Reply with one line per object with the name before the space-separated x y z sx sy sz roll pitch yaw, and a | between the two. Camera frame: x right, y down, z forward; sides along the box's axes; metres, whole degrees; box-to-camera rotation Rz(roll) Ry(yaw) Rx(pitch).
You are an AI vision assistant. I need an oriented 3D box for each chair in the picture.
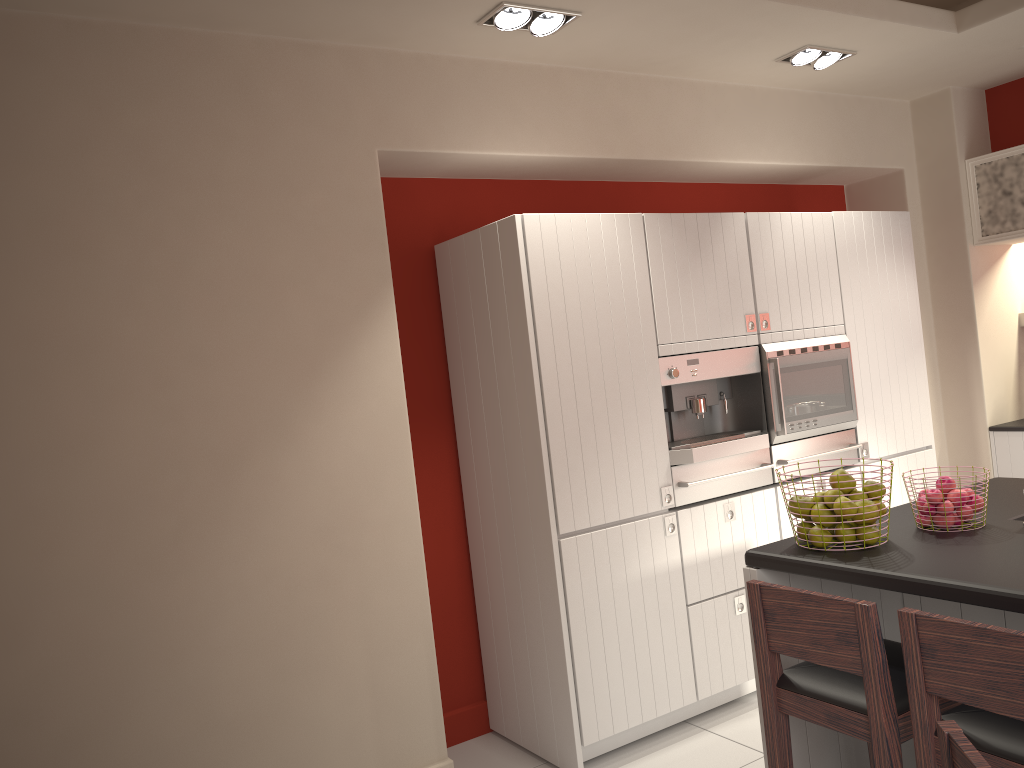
chair | 0.993 1.003 2.373 0.474 1.008 0.383 -7 1 -32
chair | 0.951 1.030 1.224 0.474 1.008 0.383 -6 1 9
chair | 1.235 0.983 1.981 0.474 1.008 0.383 -7 1 -30

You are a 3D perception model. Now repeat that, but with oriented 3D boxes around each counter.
counter | 1.846 0.416 2.244 1.416 0.050 2.053 -7 1 -32
counter | 3.428 0.194 4.771 0.699 0.026 1.360 -7 1 -32

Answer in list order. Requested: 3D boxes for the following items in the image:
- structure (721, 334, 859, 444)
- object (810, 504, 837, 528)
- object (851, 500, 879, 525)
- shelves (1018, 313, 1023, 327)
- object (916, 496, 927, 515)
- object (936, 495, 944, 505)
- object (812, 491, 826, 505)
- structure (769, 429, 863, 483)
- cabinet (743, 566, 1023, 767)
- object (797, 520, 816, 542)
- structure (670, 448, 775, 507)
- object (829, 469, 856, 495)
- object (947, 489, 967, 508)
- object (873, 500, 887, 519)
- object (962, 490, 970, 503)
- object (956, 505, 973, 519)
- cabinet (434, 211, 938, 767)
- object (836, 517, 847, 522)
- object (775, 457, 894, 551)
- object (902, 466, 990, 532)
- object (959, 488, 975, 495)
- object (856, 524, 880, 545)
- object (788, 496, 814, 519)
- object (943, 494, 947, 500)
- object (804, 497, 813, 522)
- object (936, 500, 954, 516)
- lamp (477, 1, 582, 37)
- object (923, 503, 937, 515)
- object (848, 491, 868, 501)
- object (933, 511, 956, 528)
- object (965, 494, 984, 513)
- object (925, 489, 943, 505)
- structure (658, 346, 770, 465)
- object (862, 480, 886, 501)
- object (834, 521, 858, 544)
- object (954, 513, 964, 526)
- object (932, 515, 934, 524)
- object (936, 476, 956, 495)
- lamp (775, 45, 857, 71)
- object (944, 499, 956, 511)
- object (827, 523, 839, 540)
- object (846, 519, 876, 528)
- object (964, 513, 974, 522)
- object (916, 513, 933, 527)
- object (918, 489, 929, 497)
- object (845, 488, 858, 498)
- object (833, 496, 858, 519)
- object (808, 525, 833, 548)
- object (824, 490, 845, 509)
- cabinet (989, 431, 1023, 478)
structure | 1.406 0.021 4.405 0.610 0.473 0.332 -7 1 -32
object | 0.941 0.396 2.678 0.076 0.077 0.076 -6 1 23
object | 1.039 0.380 2.618 0.082 0.082 0.082 -6 1 25
shelves | 3.607 -0.440 4.926 0.376 0.083 1.378 -7 1 -32
object | 1.289 0.378 2.757 0.060 0.059 0.059 -7 1 -20
object | 1.308 0.352 2.729 0.041 0.039 0.041 -7 1 -16
object | 0.960 0.362 2.740 0.062 0.061 0.057 -7 1 -17
structure | 1.489 0.347 4.343 0.617 0.177 0.128 -7 1 -32
cabinet | 1.903 0.946 2.256 1.424 1.011 2.034 -7 1 -32
object | 0.910 0.452 2.724 0.068 0.068 0.068 -7 1 -21
structure | 0.958 0.415 4.011 0.617 0.177 0.128 -7 1 -32
object | 1.005 0.297 2.697 0.078 0.080 0.078 -7 1 -32
object | 1.352 0.347 2.693 0.056 0.055 0.051 -7 1 -17
object | 1.089 0.376 2.651 0.055 0.057 0.056 -7 1 -40
object | 1.388 0.349 2.734 0.041 0.044 0.045 -6 1 28
object | 1.375 0.387 2.697 0.046 0.043 0.046 -6 1 8
cabinet | 1.036 0.328 4.469 2.558 2.250 0.716 -7 1 -32
object | 1.018 0.405 2.761 0.064 0.060 0.064 -7 1 -37
object | 0.987 0.363 2.691 0.341 0.232 0.341 -7 1 1
object | 1.350 0.355 2.745 0.248 0.168 0.247 -7 1 -44
object | 1.419 0.351 2.776 0.056 0.050 0.055 -6 1 7
object | 1.047 0.438 2.606 0.068 0.068 0.068 -7 1 -21
object | 0.891 0.379 2.728 0.076 0.068 0.077 -7 1 -38
object | 1.341 0.341 2.770 0.041 0.044 0.045 -6 1 28
object | 0.938 0.395 2.778 0.076 0.077 0.076 -6 1 23
object | 1.310 0.375 2.682 0.048 0.046 0.048 -6 1 17
lamp | 0.066 -1.421 3.416 0.361 0.103 0.199 -7 1 -32
object | 1.280 0.381 2.715 0.041 0.041 0.040 -6 1 5
object | 1.041 0.345 2.666 0.056 0.054 0.057 -6 1 29
object | 1.322 0.412 2.713 0.061 0.057 0.062 -7 1 -32
object | 1.423 0.367 2.728 0.055 0.056 0.055 -7 1 -22
object | 1.284 0.343 2.696 0.048 0.046 0.048 -6 1 14
structure | 0.838 0.094 4.139 0.624 0.470 0.453 -7 1 -32
object | 1.093 0.322 2.676 0.067 0.064 0.067 -7 1 -31
object | 0.998 0.443 2.645 0.068 0.068 0.068 -7 1 -21
object | 1.372 0.418 2.733 0.040 0.039 0.039 -6 1 17
object | 1.331 0.416 2.770 0.050 0.049 0.049 -6 1 24
object | 1.334 0.311 2.728 0.056 0.058 0.056 -6 1 13
lamp | 1.473 -1.590 4.295 0.361 0.084 0.199 -7 1 -32
object | 1.370 0.373 2.777 0.055 0.056 0.055 -7 1 -22
object | 0.995 0.450 2.720 0.053 0.054 0.054 -7 1 -28
object | 1.060 0.428 2.692 0.084 0.079 0.086 -6 1 13
object | 1.416 0.406 2.774 0.050 0.049 0.049 -6 1 24
object | 1.286 0.421 2.764 0.050 0.049 0.049 -6 1 24
object | 1.308 0.357 2.796 0.048 0.049 0.049 -7 1 -24
object | 1.033 0.344 2.745 0.078 0.076 0.071 -6 1 28
object | 0.978 0.363 2.601 0.067 0.068 0.067 -6 1 21
object | 0.916 0.453 2.636 0.068 0.068 0.068 -7 1 -21
object | 0.967 0.345 2.660 0.062 0.061 0.057 -7 1 -17
cabinet | 3.486 0.701 4.781 0.687 0.993 1.361 -7 1 -32
